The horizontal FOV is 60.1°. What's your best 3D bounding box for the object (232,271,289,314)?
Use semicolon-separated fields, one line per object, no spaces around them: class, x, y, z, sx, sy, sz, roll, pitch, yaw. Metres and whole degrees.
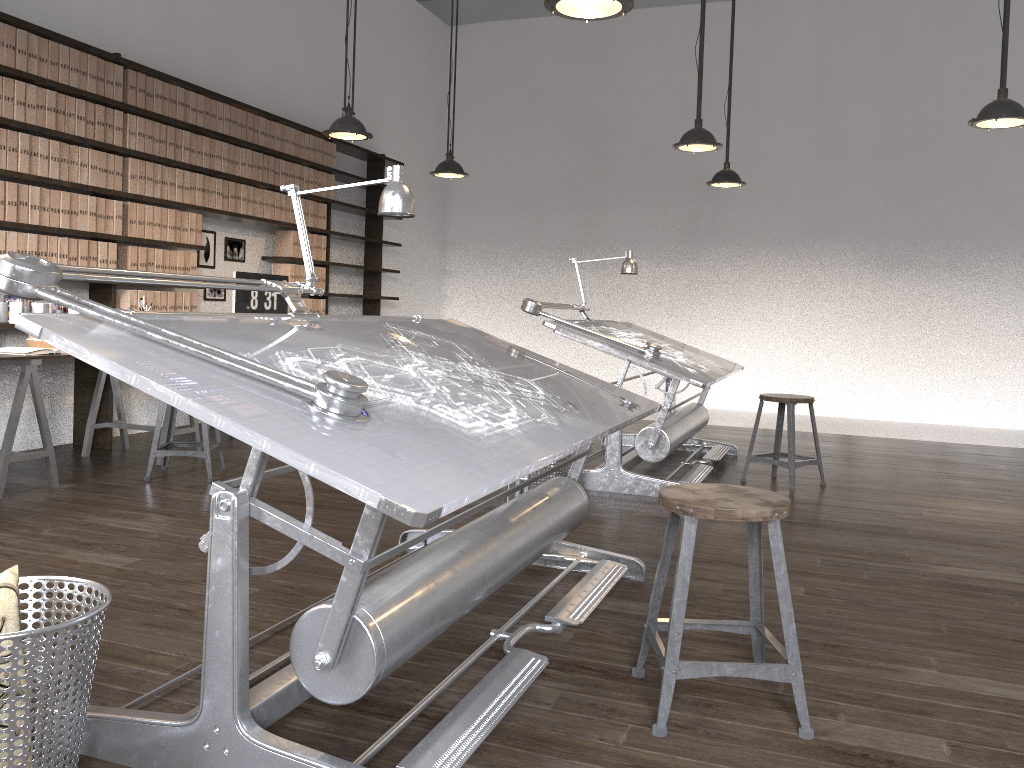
object;-1.893;-0.562;6.583;0.204;0.517;0.644;3;3;20

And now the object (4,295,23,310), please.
object;-2.790;-0.415;4.951;0.094;0.161;0.095;3;2;16

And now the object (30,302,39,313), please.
object;-2.739;-0.408;5.084;0.045;0.127;0.044;3;2;38

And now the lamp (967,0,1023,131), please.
lamp;2.571;-2.465;4.552;0.313;2.262;0.311;4;2;45

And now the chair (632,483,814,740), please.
chair;0.509;0.536;2.179;0.371;0.527;0.359;2;3;-2

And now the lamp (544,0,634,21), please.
lamp;0.306;-2.431;3.044;0.313;2.249;0.311;3;2;40

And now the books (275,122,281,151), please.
books;-1.930;-1.959;7.041;0.175;0.225;0.067;3;2;20

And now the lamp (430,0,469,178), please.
lamp;-0.455;-2.769;6.966;0.313;2.249;0.311;4;2;45

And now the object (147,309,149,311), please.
object;-2.279;-0.398;5.520;0.033;0.147;0.005;1;2;-27

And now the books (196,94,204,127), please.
books;-2.243;-1.902;6.184;0.175;0.225;0.067;3;2;20

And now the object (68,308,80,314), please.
object;-2.585;-0.404;5.228;0.062;0.095;0.062;0;3;-38

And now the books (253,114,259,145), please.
books;-2.032;-1.941;6.780;0.175;0.225;0.067;3;2;20

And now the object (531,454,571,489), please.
object;0.165;0.392;4.684;0.353;0.377;0.353;5;4;41

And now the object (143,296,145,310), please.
object;-2.293;-0.437;5.517;0.007;0.228;0.020;1;2;-39

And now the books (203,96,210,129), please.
books;-2.223;-1.906;6.251;0.175;0.225;0.067;3;2;20

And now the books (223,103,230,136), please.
books;-2.146;-1.919;6.449;0.175;0.225;0.067;3;2;20

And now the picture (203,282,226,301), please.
picture;-2.269;-0.726;6.757;0.023;0.183;0.251;3;3;20

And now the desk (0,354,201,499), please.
desk;-2.415;0.148;4.846;0.656;0.668;1.671;3;4;20

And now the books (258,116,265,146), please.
books;-2.004;-1.946;6.845;0.174;0.225;0.067;3;2;20

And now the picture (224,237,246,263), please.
picture;-2.181;-1.053;6.961;0.023;0.183;0.251;3;3;20

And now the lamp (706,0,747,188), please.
lamp;1.728;-2.691;6.952;0.313;2.249;0.311;2;2;0

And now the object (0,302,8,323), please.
object;-2.783;-0.388;4.824;0.062;0.118;0.063;1;3;-29

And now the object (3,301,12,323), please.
object;-2.782;-0.393;4.882;0.044;0.127;0.045;3;2;20

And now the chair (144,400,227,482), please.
chair;-1.769;0.245;4.840;0.358;0.527;0.372;2;3;-7

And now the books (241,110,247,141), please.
books;-2.083;-1.932;6.640;0.175;0.225;0.067;3;2;20

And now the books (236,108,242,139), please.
books;-2.103;-1.928;6.578;0.175;0.225;0.067;3;2;20

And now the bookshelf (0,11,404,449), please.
bookshelf;-2.896;-0.419;4.819;0.374;3.200;9.192;3;4;20

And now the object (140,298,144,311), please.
object;-2.286;-0.427;5.494;0.007;0.214;0.055;3;2;26

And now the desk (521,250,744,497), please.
desk;0.821;-0.160;5.589;1.077;1.384;2.072;3;4;20

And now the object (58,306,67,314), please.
object;-2.679;-0.411;5.276;0.045;0.102;0.044;2;2;11

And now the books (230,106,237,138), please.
books;-2.121;-1.924;6.517;0.175;0.225;0.067;3;2;20

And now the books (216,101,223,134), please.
books;-2.174;-1.915;6.382;0.174;0.225;0.067;3;2;20

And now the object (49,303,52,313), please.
object;-2.702;-0.410;5.133;0.062;0.119;0.062;2;2;-12

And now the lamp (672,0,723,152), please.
lamp;1.196;-2.594;5.491;0.313;2.249;0.311;4;2;45

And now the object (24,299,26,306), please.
object;-2.756;-0.417;5.006;0.035;0.130;0.004;4;2;45

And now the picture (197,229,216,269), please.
picture;-2.297;-1.012;6.647;0.022;0.284;0.201;3;3;19

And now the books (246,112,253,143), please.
books;-2.053;-1.937;6.708;0.175;0.225;0.067;3;2;20

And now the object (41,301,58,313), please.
object;-2.745;-0.424;5.257;0.095;0.129;0.094;2;3;7

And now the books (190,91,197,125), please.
books;-2.270;-1.897;6.117;0.175;0.225;0.067;3;2;20

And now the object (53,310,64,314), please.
object;-2.672;-0.395;5.215;0.054;0.081;0.054;2;3;10

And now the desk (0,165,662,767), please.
desk;-0.325;0.049;2.439;1.077;1.384;2.283;3;4;20

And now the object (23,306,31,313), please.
object;-2.761;-0.391;5.025;0.054;0.101;0.054;4;3;37

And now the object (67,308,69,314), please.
object;-2.622;-0.409;5.284;0.063;0.094;0.063;0;3;-38

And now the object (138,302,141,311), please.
object;-2.296;-0.417;5.506;0.053;0.182;0.006;1;2;-27

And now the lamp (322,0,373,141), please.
lamp;-0.986;-2.672;5.505;0.313;2.249;0.311;4;2;45

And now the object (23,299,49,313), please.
object;-2.756;-0.424;5.076;0.205;0.161;0.094;3;3;21

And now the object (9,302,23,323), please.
object;-2.724;-0.389;4.861;0.062;0.119;0.062;1;2;-20

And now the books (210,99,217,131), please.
books;-2.201;-1.911;6.318;0.174;0.225;0.067;3;2;20

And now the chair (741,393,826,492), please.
chair;1.607;0.333;5.219;0.371;0.527;0.359;0;3;-42

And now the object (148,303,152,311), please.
object;-2.278;-0.416;5.511;0.071;0.186;0.008;1;2;-28

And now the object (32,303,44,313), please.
object;-2.677;-0.399;4.998;0.062;0.119;0.062;2;2;-12
